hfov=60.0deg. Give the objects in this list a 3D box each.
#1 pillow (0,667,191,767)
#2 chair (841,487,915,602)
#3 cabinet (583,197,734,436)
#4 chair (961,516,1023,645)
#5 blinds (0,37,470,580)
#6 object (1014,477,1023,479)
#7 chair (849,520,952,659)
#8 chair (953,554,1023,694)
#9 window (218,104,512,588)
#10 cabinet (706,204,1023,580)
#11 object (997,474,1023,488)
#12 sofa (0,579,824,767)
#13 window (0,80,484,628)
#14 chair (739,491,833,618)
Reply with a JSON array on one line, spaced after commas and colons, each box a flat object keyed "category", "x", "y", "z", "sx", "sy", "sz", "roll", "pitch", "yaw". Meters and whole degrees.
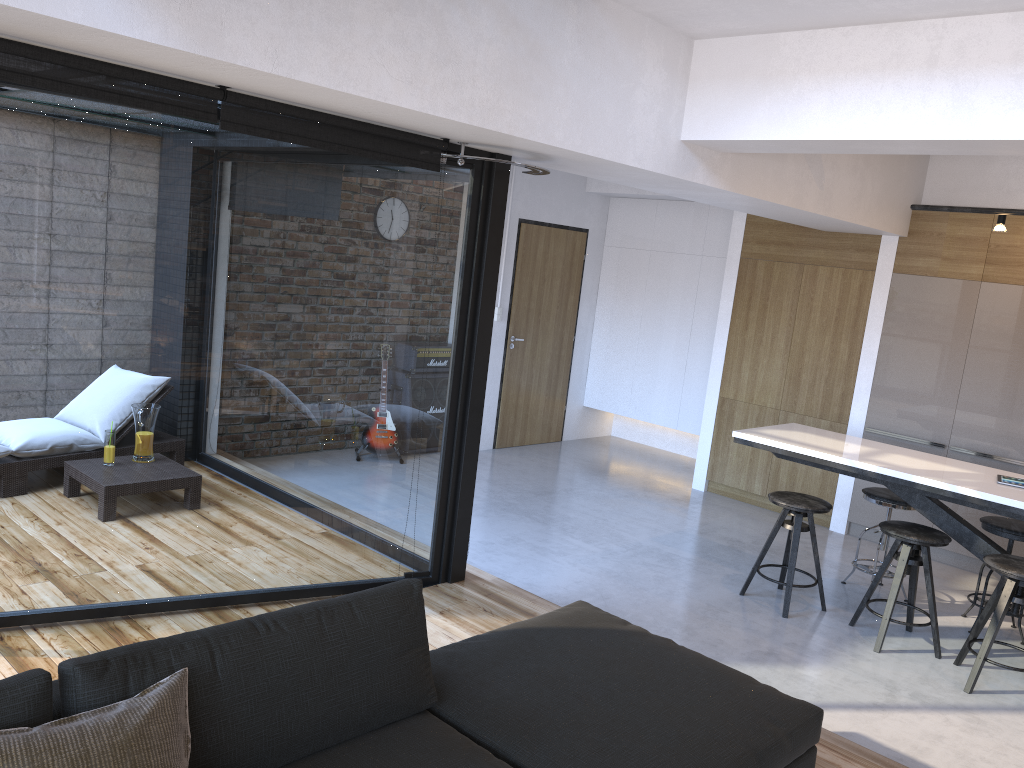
[{"category": "pillow", "x": -0.813, "y": 0.796, "z": 1.658, "sx": 0.272, "sy": 0.310, "sz": 0.546, "roll": 15, "pitch": 12, "yaw": 41}, {"category": "chair", "x": 2.297, "y": 0.985, "z": 5.477, "sx": 0.358, "sy": 0.637, "sz": 0.355, "roll": 6, "pitch": 9, "yaw": -3}, {"category": "cabinet", "x": 1.477, "y": -0.659, "z": 8.410, "sx": 1.706, "sy": 2.122, "sz": 0.020, "roll": 15, "pitch": 12, "yaw": 42}, {"category": "chair", "x": 2.808, "y": 1.106, "z": 5.064, "sx": 0.357, "sy": 0.637, "sz": 0.356, "roll": 10, "pitch": 10, "yaw": 21}, {"category": "blinds", "x": -1.017, "y": -0.140, "z": 4.225, "sx": 1.829, "sy": 2.057, "sz": 3.851, "roll": 6, "pitch": 9, "yaw": -3}, {"category": "object", "x": 2.958, "y": 0.445, "z": 4.741, "sx": 0.214, "sy": 0.247, "sz": 0.416, "roll": 2, "pitch": 10, "yaw": -26}, {"category": "chair", "x": 2.093, "y": 1.076, "z": 4.730, "sx": 0.365, "sy": 0.632, "sz": 0.364, "roll": 6, "pitch": 9, "yaw": -2}, {"category": "chair", "x": 2.429, "y": 1.178, "z": 4.310, "sx": 0.366, "sy": 0.632, "sz": 0.366, "roll": 9, "pitch": 9, "yaw": 17}, {"category": "window", "x": 1.345, "y": -0.865, "z": 0.237, "sx": 13.371, "sy": 5.580, "sz": 5.661, "roll": 14, "pitch": 12, "yaw": 42}, {"category": "cabinet", "x": 4.655, "y": 0.363, "z": 3.865, "sx": 9.097, "sy": 2.878, "sz": 2.472, "roll": 14, "pitch": 12, "yaw": 42}, {"category": "object", "x": 2.717, "y": 0.532, "z": 4.779, "sx": 0.187, "sy": 0.013, "sz": 0.240, "roll": 11, "pitch": 9, "yaw": 27}, {"category": "sofa", "x": 0.333, "y": 1.132, "z": 1.324, "sx": 3.038, "sy": 0.702, "sz": 2.997, "roll": 14, "pitch": 11, "yaw": 42}, {"category": "window", "x": -1.296, "y": -0.057, "z": 3.548, "sx": 2.449, "sy": 2.055, "sz": 0.100, "roll": 2, "pitch": 11, "yaw": -30}, {"category": "chair", "x": 1.611, "y": 0.963, "z": 5.115, "sx": 0.367, "sy": 0.632, "sz": 0.366, "roll": 1, "pitch": 11, "yaw": -32}]
